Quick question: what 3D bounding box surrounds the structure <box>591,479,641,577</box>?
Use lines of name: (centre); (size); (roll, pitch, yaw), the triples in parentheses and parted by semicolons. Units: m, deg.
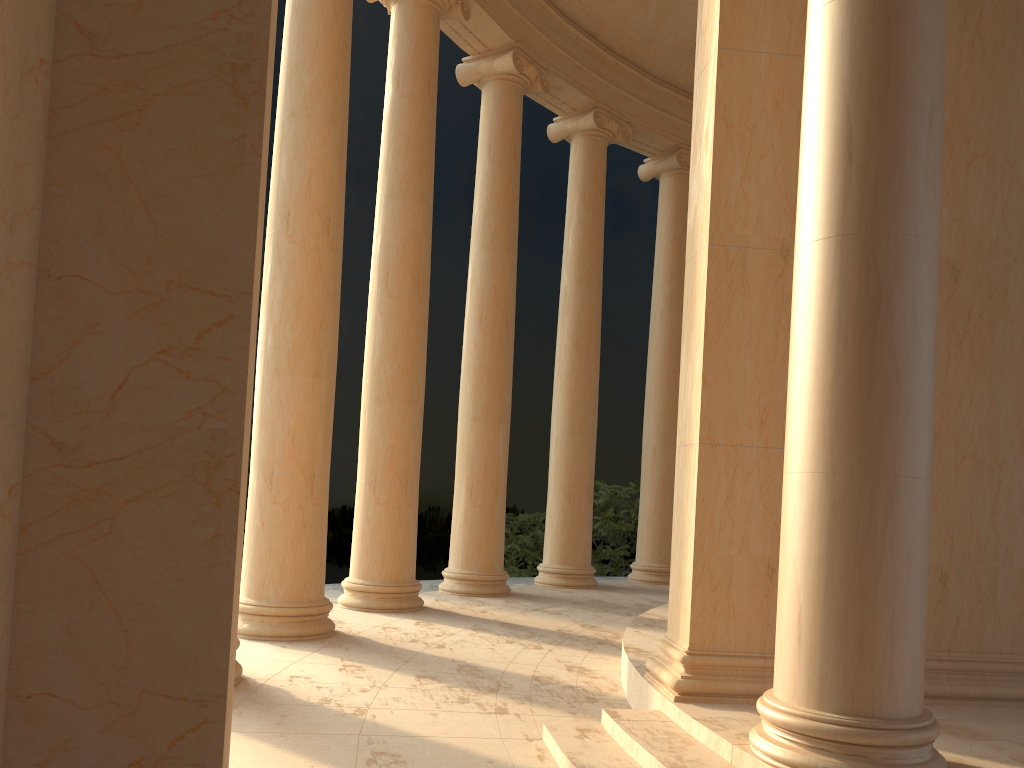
structure: (191.601, 318.699, 1603.376); (247.213, 298.523, 238.525); (3, -4, -3)

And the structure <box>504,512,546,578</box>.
structure: (4.534, 310.391, 1512.976); (149.140, 187.717, 156.373); (3, -4, 7)
